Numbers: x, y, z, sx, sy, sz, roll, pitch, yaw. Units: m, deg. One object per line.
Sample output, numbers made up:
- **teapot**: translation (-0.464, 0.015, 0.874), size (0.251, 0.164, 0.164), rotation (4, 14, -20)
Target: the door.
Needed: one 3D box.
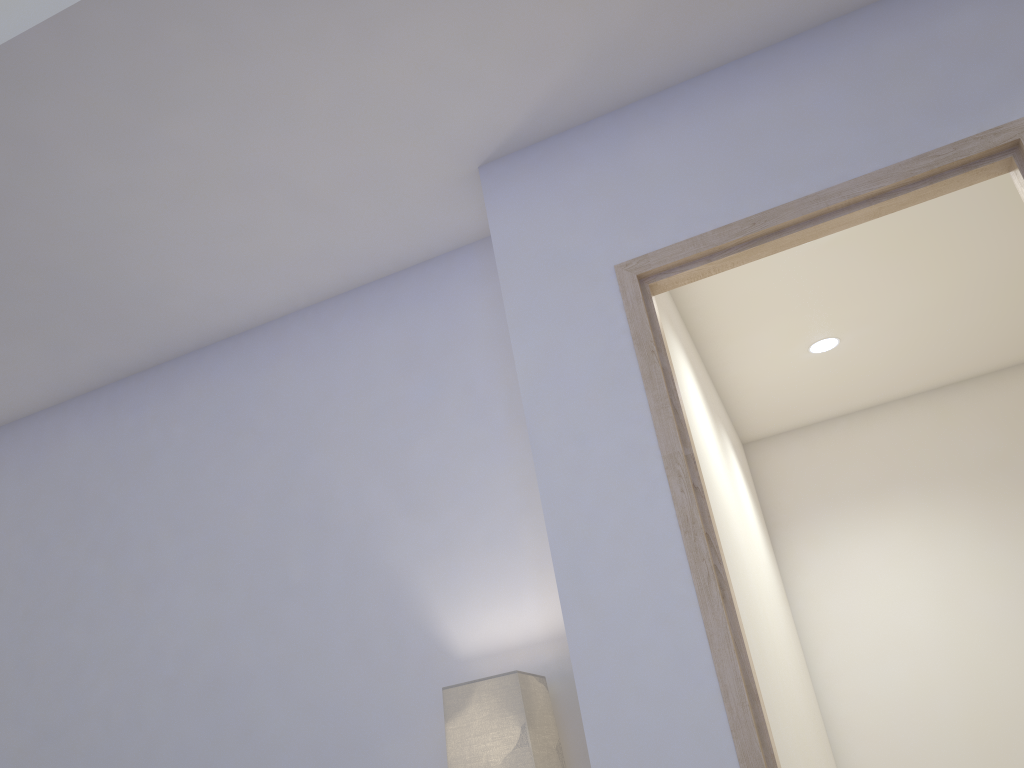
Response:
- **door**: translation (1.188, 0.322, 1.411), size (1.802, 2.016, 0.364), rotation (-27, -29, 32)

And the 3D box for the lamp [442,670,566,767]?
- **lamp**: translation (0.008, 0.949, 1.943), size (0.211, 0.571, 0.213), rotation (-18, -25, 16)
